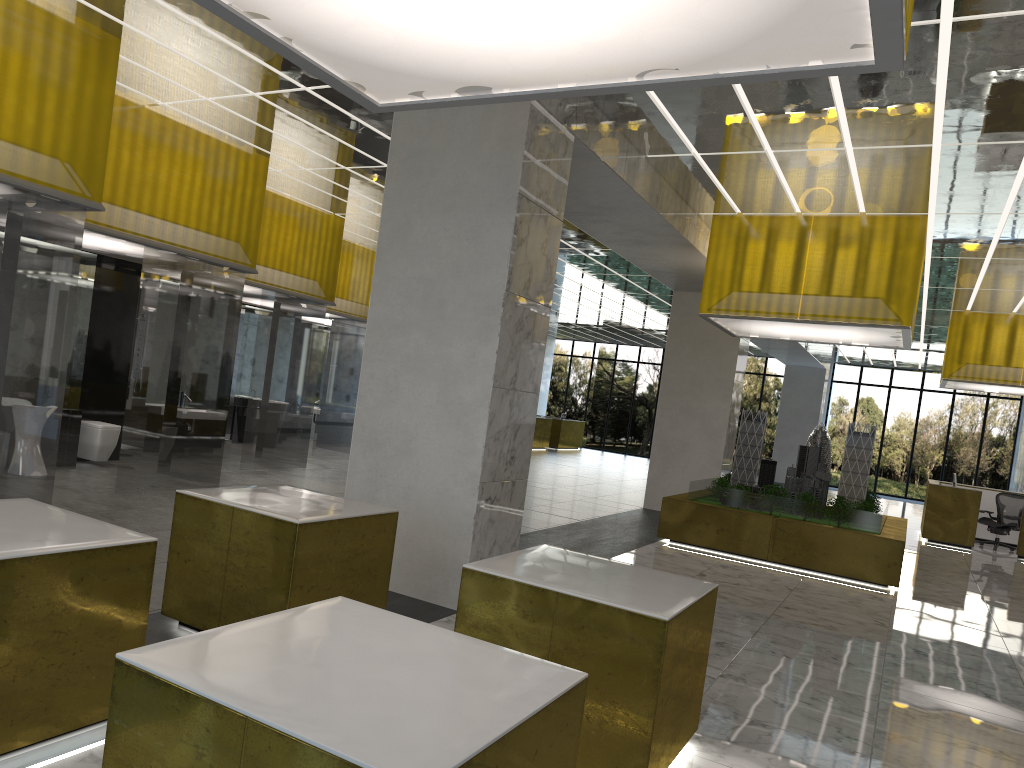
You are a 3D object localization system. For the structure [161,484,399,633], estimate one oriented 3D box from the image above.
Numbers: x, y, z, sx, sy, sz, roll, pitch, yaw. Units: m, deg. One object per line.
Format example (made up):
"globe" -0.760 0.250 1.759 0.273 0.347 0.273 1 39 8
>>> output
"structure" -1.981 1.583 7.376 1.432 1.175 1.375 8 0 29

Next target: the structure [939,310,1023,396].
"structure" 13.166 -0.937 22.104 3.414 2.271 2.969 8 0 29

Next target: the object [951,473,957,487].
"object" 11.900 2.733 22.695 0.577 0.668 0.714 8 0 28

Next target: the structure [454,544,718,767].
"structure" 0.497 1.885 5.853 1.432 1.175 1.375 8 0 29

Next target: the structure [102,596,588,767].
"structure" -0.647 1.698 3.421 1.432 1.175 1.375 8 0 29

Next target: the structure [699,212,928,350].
"structure" 5.538 -2.039 15.477 3.414 2.271 3.090 8 0 29

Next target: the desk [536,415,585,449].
"desk" 1.642 2.448 44.540 3.374 1.509 3.317 7 0 28

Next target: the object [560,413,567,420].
"object" 2.545 1.833 44.045 0.577 0.668 0.714 8 0 28

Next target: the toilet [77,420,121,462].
"toilet" -7.815 1.075 16.023 0.881 0.695 0.485 8 1 30

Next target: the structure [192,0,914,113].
"structure" -0.025 -2.951 3.655 3.414 2.271 3.089 8 0 29

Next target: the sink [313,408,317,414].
"sink" -6.164 0.880 28.780 0.917 1.054 1.321 8 0 27

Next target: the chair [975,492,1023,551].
"chair" 12.651 3.541 22.014 0.976 1.495 1.184 7 1 -38

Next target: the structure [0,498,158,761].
"structure" -3.123 1.396 4.949 1.432 1.175 1.375 8 0 29

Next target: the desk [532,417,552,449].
"desk" -0.292 2.131 40.430 3.374 1.509 3.317 7 0 28

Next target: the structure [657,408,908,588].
"structure" 5.578 1.902 16.666 4.060 2.573 4.904 8 0 28

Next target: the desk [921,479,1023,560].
"desk" 12.593 3.542 22.209 3.374 1.509 3.317 7 0 28
